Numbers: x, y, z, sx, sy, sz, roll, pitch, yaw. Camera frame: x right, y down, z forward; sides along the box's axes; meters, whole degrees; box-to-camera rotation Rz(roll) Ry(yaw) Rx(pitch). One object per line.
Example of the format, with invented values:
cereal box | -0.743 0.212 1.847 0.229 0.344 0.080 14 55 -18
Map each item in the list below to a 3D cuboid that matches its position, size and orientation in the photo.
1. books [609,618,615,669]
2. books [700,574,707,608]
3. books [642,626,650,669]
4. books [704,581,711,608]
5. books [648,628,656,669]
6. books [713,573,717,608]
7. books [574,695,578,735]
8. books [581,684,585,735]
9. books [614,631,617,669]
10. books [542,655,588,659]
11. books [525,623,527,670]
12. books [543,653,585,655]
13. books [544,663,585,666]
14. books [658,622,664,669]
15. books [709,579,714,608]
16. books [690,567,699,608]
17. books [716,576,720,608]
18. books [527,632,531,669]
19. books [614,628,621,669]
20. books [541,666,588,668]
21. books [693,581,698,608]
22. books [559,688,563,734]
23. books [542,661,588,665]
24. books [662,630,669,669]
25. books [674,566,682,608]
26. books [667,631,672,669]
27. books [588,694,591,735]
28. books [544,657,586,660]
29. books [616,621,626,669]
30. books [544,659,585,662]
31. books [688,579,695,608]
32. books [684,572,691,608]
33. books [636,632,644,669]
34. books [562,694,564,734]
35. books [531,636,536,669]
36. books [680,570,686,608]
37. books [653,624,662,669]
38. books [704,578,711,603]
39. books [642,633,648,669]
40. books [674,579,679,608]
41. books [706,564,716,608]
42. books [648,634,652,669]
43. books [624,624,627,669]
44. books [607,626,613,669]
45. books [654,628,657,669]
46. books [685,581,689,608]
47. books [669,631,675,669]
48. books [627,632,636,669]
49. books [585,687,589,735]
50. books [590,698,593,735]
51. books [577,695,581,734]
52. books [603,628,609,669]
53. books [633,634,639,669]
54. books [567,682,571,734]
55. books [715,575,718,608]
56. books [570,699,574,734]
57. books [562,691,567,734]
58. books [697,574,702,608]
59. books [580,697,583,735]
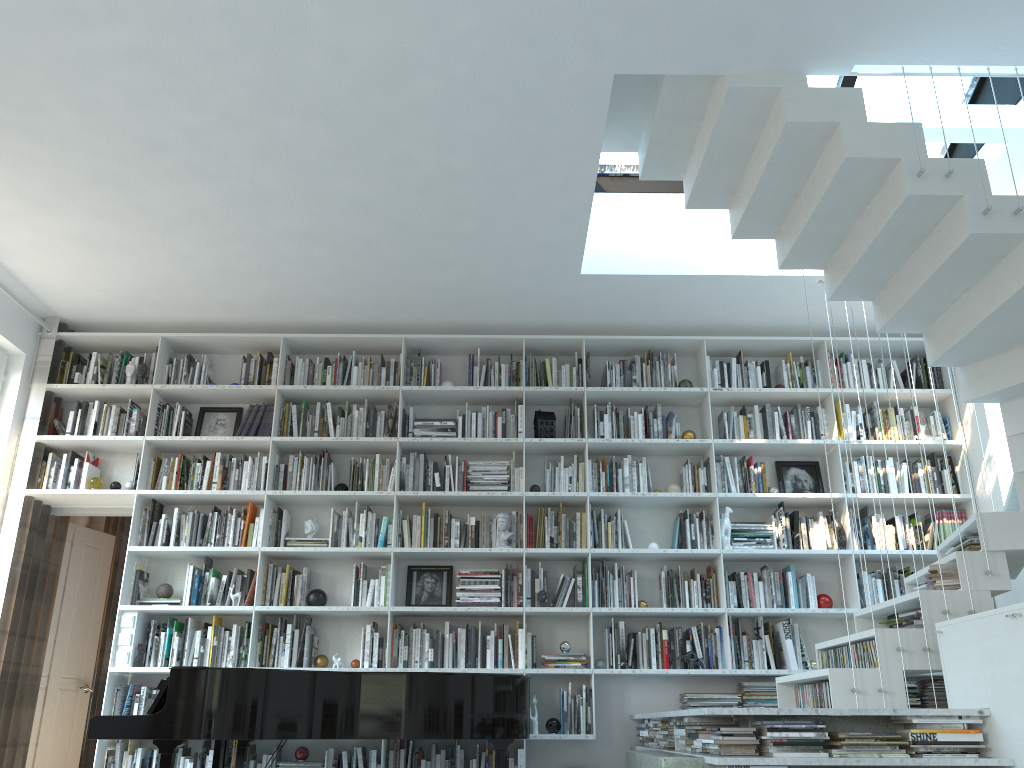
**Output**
books | 0.633 1.655 5.626 0.010 0.315 0.187 0 -21 0
books | 1.232 1.364 5.763 0.021 0.231 0.156 0 -21 0
books | 0.851 1.686 5.636 0.014 0.267 0.172 0 -21 0
books | 1.251 1.378 5.729 0.016 0.179 0.190 0 -21 0
books | 0.883 1.689 5.624 0.025 0.251 0.182 0 -21 0
books | 1.304 1.364 5.775 0.019 0.240 0.134 0 -21 0
books | 0.387 2.012 5.394 0.026 0.224 0.175 0 -21 0
books | 0.434 1.987 5.411 0.021 0.284 0.173 0 -21 0
books | 0.645 1.700 5.636 0.015 0.239 0.153 0 -21 0
books | 0.330 1.715 5.563 0.285 0.012 0.160 -1 -21 3
books | 0.088 1.676 5.642 0.012 0.284 0.160 0 -21 0
books | 0.330 1.701 5.561 0.254 0.012 0.161 -3 -21 8
books | 0.330 1.760 5.546 0.254 0.012 0.161 -2 -21 5
books | 0.939 1.670 5.628 0.012 0.292 0.176 0 -21 0
books | 1.281 1.374 5.751 0.013 0.203 0.159 0 -21 0
books | 1.185 1.340 5.759 0.006 0.273 0.173 0 -21 0
books | 1.324 1.371 5.768 0.009 0.223 0.146 0 -21 0
books | 0.108 1.703 5.632 0.027 0.228 0.142 0 -21 0
books | 0.664 1.684 5.616 0.023 0.255 0.179 0 -21 0
books | 0.330 1.772 5.544 0.285 0.012 0.160 -1 -21 4
books | 1.173 1.381 5.739 0.019 0.182 0.191 0 -21 0
books | 0.299 1.999 5.415 0.005 0.263 0.163 0 -21 0
books | 0.330 1.748 5.548 0.285 0.012 0.160 -1 -21 2
books | 0.960 1.694 5.622 0.031 0.243 0.185 0 -21 0
books | 1.084 1.340 5.776 0.007 0.284 0.160 0 -21 0
books | 0.988 1.702 5.634 0.025 0.237 0.157 0 -21 0
books | 0.465 2.014 5.409 0.013 0.232 0.149 0 -21 0
books | 0.330 1.723 5.551 0.254 0.012 0.161 0 -21 0
books | 0.690 1.666 5.622 0.030 0.293 0.189 0 -21 0
books | 0.330 1.738 5.556 0.254 0.012 0.161 -1 -21 4
books | 1.156 1.377 5.746 0.015 0.194 0.176 0 -21 0
books | 1.133 1.361 5.773 0.030 0.243 0.136 0 -21 0
books | 0.806 1.704 5.636 0.029 0.233 0.143 0 -21 0
books | 0.308 2.018 5.417 0.012 0.228 0.130 0 -21 0
books | 0.136 1.712 5.631 0.030 0.209 0.137 0 -21 0
books | 1.097 1.347 5.746 0.018 0.250 0.184 0 -21 0
books | 0.927 1.681 5.647 0.012 0.284 0.160 0 -21 0
books | 1.267 1.377 5.760 0.016 0.204 0.142 0 -21 0
books | 0.833 1.705 5.632 0.024 0.227 0.160 0 -21 0
books | 1.059 1.381 5.775 0.031 0.208 0.123 0 -21 0
books | 1.292 1.329 5.760 0.007 0.294 0.162 0 -21 0
books | 0.865 1.710 5.633 0.012 0.220 0.154 0 -21 0
books | 0.710 1.677 5.627 0.010 0.276 0.174 0 -21 0
books | 0.616 1.680 5.615 0.023 0.261 0.187 0 -21 0
books | 0.904 1.697 5.655 0.016 0.259 0.098 0 -21 0
books | 1.115 1.379 5.733 0.018 0.181 0.182 0 -21 0
books | 1.011 1.702 5.642 0.021 0.241 0.131 0 -21 0
books | 0.748 1.701 5.625 0.065 0.230 0.162 0 -21 0
books | 0.451 2.001 5.429 0.015 0.269 0.158 0 -21 0
books | 0.478 2.031 5.416 0.012 0.205 0.161 0 -21 0
books | 0.406 2.018 5.410 0.012 0.224 0.150 0 -21 0
books | 0.598 1.691 5.632 0.012 0.253 0.161 0 -21 0
books | 0.786 1.708 5.624 0.011 0.216 0.176 0 -21 0
books | 0.345 1.986 5.431 0.032 0.299 0.149 0 -21 0
books | 1.317 1.368 5.778 0.007 0.234 0.132 0 -21 0
books | 0.367 2.031 5.413 0.013 0.201 0.140 0 -21 0
books | 0.321 2.004 5.404 0.014 0.245 0.177 0 -21 0
books | 1.197 1.360 5.750 0.018 0.228 0.182 0 -21 0
books | 0.417 2.018 5.391 0.011 0.211 0.179 0 -21 0
